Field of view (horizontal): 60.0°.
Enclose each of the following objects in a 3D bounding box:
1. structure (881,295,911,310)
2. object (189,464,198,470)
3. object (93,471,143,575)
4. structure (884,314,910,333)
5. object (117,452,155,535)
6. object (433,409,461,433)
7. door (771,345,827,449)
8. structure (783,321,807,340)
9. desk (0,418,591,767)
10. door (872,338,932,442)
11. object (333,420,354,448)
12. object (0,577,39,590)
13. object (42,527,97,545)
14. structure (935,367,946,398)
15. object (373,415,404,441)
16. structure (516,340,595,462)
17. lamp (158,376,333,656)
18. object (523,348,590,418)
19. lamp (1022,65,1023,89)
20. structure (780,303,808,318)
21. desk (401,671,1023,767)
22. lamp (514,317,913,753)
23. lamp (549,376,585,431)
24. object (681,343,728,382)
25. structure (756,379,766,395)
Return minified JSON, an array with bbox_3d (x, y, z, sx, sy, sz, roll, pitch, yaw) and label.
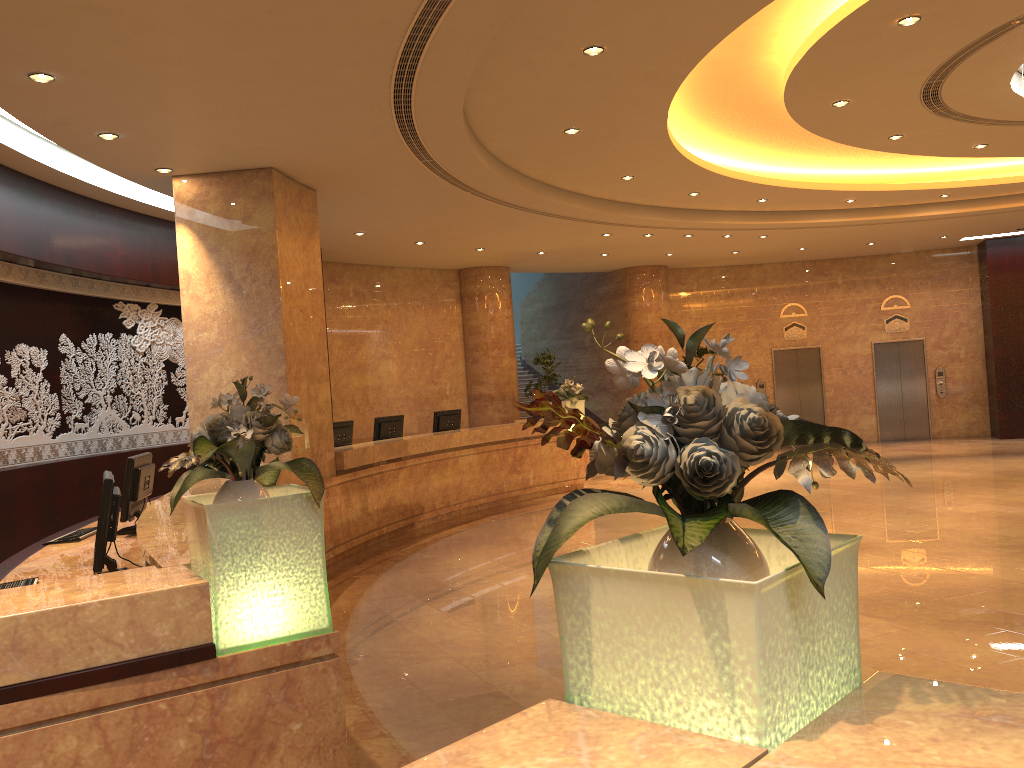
[{"bbox_3d":[8.137,-1.738,18.825,0.600,0.293,0.010,-4,0,11],"label":"structure"},{"bbox_3d":[-2.668,0.735,7.684,0.430,0.500,0.531,-4,0,37],"label":"object"},{"bbox_3d":[-1.869,0.665,4.058,0.430,0.500,0.531,-4,0,12],"label":"object"},{"bbox_3d":[8.169,-1.292,18.824,0.504,0.405,0.012,-4,0,10],"label":"structure"},{"bbox_3d":[-2.442,0.712,5.777,0.430,0.500,0.531,-4,0,25],"label":"object"},{"bbox_3d":[-0.944,0.633,12.938,0.531,0.500,0.430,-4,0,-17],"label":"object"},{"bbox_3d":[6.165,0.280,19.052,1.070,2.145,0.150,-4,0,0],"label":"door"},{"bbox_3d":[6.067,-1.143,19.016,0.504,0.405,0.012,-4,0,-1],"label":"structure"},{"bbox_3d":[-1.377,1.271,8.961,3.466,1.155,12.951,-4,0,9],"label":"desk"},{"bbox_3d":[8.277,0.132,18.869,1.070,2.149,0.150,-4,0,11],"label":"door"},{"bbox_3d":[-2.116,0.707,10.767,0.531,0.500,0.430,-4,0,-29],"label":"object"},{"bbox_3d":[-2.230,0.922,3.920,0.215,0.034,0.526,-4,0,-25],"label":"object"},{"bbox_3d":[-2.802,0.969,5.690,0.215,0.034,0.526,-4,0,-7],"label":"object"},{"bbox_3d":[9.011,-0.029,18.634,0.200,0.661,0.053,-4,0,15],"label":"structure"},{"bbox_3d":[-1.642,0.678,11.820,0.531,0.500,0.430,-4,0,-23],"label":"object"},{"bbox_3d":[-0.119,-0.985,20.438,9.849,5.560,7.472,-4,0,-25],"label":"structure"},{"bbox_3d":[-0.959,0.431,3.141,0.542,0.925,0.577,-4,0,-23],"label":"lamp"},{"bbox_3d":[0.734,0.542,15.781,0.843,2.363,1.250,-4,0,-45],"label":"object"},{"bbox_3d":[6.073,-2.529,7.319,3.204,1.196,3.206,-4,0,12],"label":"lamp"},{"bbox_3d":[6.036,-1.589,19.016,0.600,0.293,0.010,-4,0,-1],"label":"structure"},{"bbox_3d":[2.018,0.997,0.093,5.227,1.155,1.570,-4,0,29],"label":"desk"},{"bbox_3d":[0.335,0.332,1.556,0.580,0.923,0.570,-4,0,-28],"label":"lamp"},{"bbox_3d":[0.934,0.326,14.354,0.532,0.897,0.606,-4,0,44],"label":"lamp"},{"bbox_3d":[3.810,0.332,17.711,1.250,2.363,0.843,-4,0,-4],"label":"object"},{"bbox_3d":[5.342,0.232,18.958,0.200,0.661,0.053,-4,0,-4],"label":"structure"}]
